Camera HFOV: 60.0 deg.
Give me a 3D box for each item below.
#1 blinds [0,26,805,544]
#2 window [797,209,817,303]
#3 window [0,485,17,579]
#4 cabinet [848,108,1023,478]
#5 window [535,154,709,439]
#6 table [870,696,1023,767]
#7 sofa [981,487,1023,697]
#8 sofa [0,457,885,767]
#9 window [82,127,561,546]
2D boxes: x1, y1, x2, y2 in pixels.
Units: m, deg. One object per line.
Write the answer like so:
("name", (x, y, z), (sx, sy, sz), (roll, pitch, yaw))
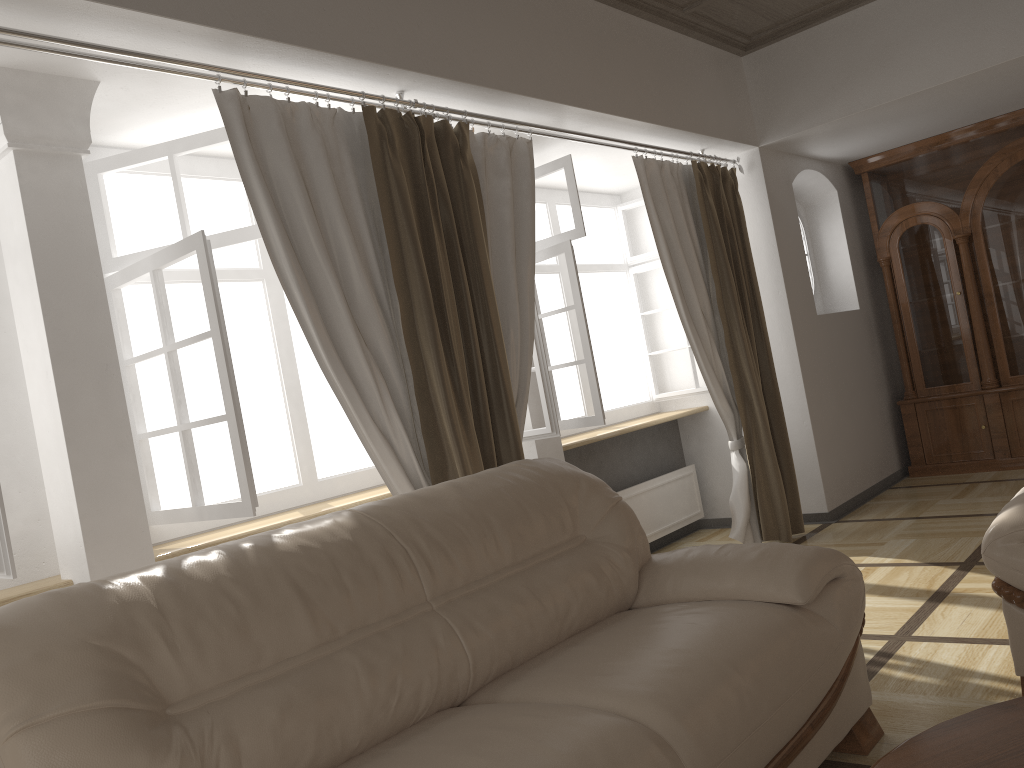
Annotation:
("blinds", (-0.256, 0.037, 3.216), (0.285, 2.294, 5.765), (-11, -1, 40))
("window", (1.935, -0.881, 6.126), (0.050, 0.784, 0.600), (-11, -1, 40))
("window", (-2.098, -0.037, 1.996), (0.781, 1.500, 1.600), (-11, -1, 40))
("cabinet", (3.682, -0.663, 5.807), (2.360, 2.298, 0.587), (-11, -1, 40))
("window", (0.569, -0.498, 5.173), (0.782, 1.500, 1.653), (-11, -1, 40))
("table", (1.018, 0.748, 1.054), (1.167, 0.392, 1.169), (-11, -1, 36))
("sofa", (2.098, 0.304, 2.420), (1.318, 0.900, 1.052), (-11, -1, 40))
("sofa", (-0.076, 0.704, 1.981), (1.051, 0.900, 2.135), (-11, -1, 40))
("window", (-0.711, -0.277, 3.666), (0.784, 1.500, 1.759), (-11, -1, 40))
